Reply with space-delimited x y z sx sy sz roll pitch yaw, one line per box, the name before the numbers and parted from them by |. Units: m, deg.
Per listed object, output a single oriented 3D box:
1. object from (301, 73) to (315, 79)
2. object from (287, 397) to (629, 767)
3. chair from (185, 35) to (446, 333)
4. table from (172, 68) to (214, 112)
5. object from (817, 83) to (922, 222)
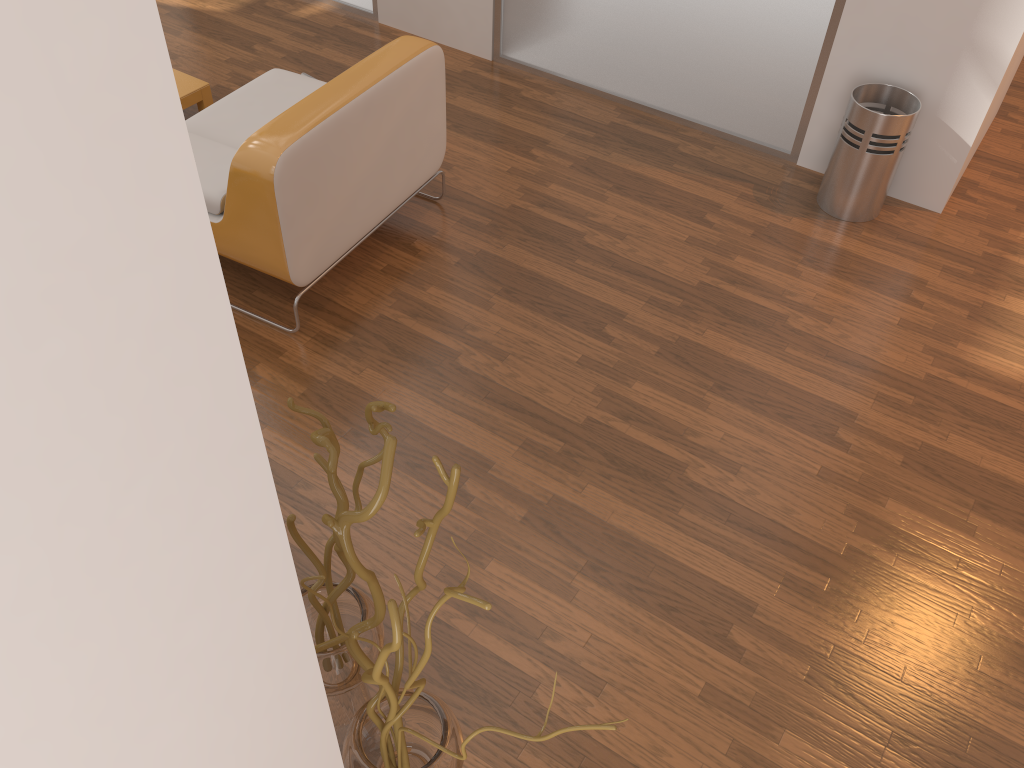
object | -0.769 -1.144 3.685 0.281 0.217 0.189 34 53 27
object | -0.176 0.525 1.441 0.284 1.112 0.655 -26 52 -25
chair | -0.808 -0.807 3.036 0.825 0.661 0.923 22 48 18
table | -1.962 -1.125 3.648 1.000 0.150 1.000 26 50 21
object | 1.345 -0.873 3.366 0.248 0.450 0.248 -8 46 -11
